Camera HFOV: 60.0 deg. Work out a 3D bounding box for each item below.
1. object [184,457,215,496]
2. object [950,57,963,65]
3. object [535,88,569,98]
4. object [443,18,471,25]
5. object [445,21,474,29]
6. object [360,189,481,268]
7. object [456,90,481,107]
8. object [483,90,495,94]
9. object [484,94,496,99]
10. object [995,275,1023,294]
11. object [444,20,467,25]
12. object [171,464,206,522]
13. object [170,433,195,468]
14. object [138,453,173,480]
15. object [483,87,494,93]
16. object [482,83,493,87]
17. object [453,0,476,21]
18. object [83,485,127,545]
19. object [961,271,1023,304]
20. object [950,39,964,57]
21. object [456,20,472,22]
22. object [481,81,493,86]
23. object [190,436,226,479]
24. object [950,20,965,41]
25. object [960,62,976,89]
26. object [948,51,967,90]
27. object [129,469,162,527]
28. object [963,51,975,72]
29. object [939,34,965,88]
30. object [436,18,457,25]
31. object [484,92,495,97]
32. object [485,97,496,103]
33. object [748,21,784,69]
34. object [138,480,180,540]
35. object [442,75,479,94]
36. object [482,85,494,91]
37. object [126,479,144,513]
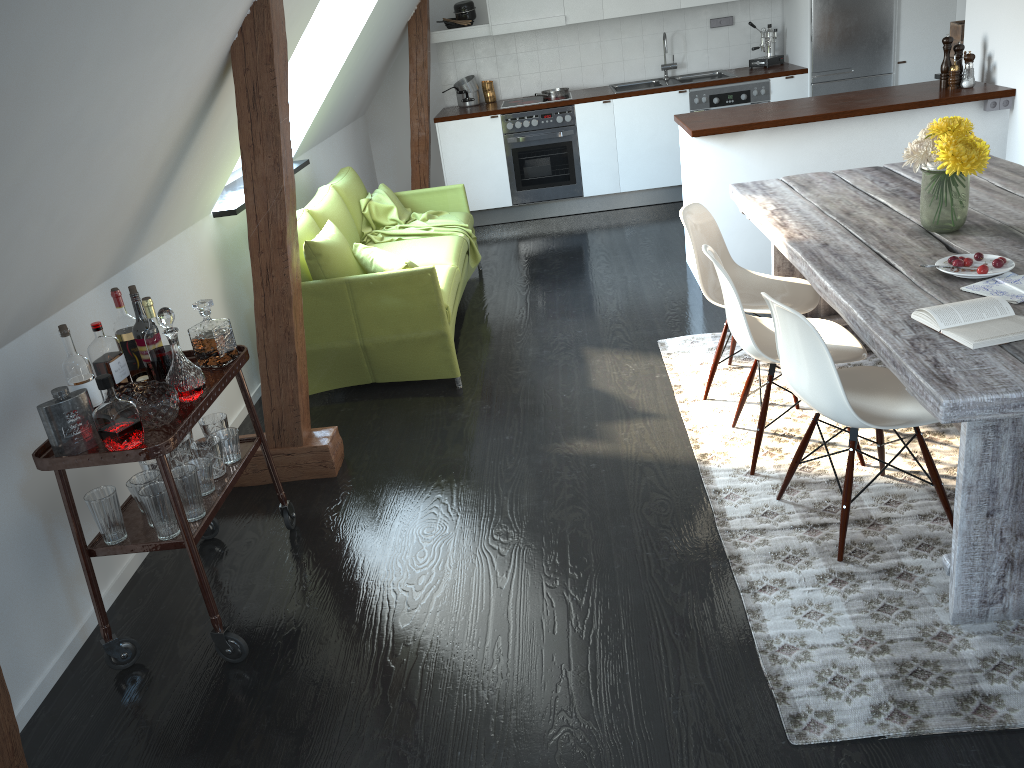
[{"bbox_3d":[-0.966,0.291,2.754,0.092,0.099,0.092,-15,24,-16],"label":"object"},{"bbox_3d":[2.868,-1.957,5.402,0.329,0.101,0.287,-2,24,14],"label":"object"},{"bbox_3d":[0.304,-2.398,7.315,0.351,0.061,0.232,-17,25,-20],"label":"object"},{"bbox_3d":[-0.452,-2.937,7.180,0.061,0.077,0.331,-24,28,-33],"label":"object"},{"bbox_3d":[-0.420,-2.935,7.227,0.243,0.056,0.350,-11,23,-5],"label":"object"},{"bbox_3d":[-0.586,-1.009,5.700,0.722,0.493,0.711,-8,23,0],"label":"object"},{"bbox_3d":[-0.349,-2.424,7.482,0.200,0.154,0.348,-14,24,-14],"label":"object"},{"bbox_3d":[-0.197,-2.483,7.565,0.099,0.043,0.100,-11,23,-7],"label":"object"},{"bbox_3d":[-0.188,-2.448,7.577,0.100,0.048,0.099,1,25,22],"label":"object"},{"bbox_3d":[1.430,-0.266,2.373,0.182,0.016,0.179,-8,23,0],"label":"object"},{"bbox_3d":[-0.464,-2.925,7.175,0.065,0.065,0.332,-20,26,-25],"label":"object"},{"bbox_3d":[-0.951,0.323,2.604,0.087,0.155,0.087,-17,25,-20],"label":"object"},{"bbox_3d":[-1.086,0.232,2.904,0.095,0.119,0.095,-22,27,-30],"label":"object"},{"bbox_3d":[-1.112,0.282,2.796,0.095,0.119,0.095,-22,27,-30],"label":"object"},{"bbox_3d":[-0.201,-2.502,7.556,0.099,0.057,0.101,-1,24,15],"label":"object"},{"bbox_3d":[-0.207,-2.532,7.538,0.100,0.036,0.100,6,27,31],"label":"object"},{"bbox_3d":[-0.385,-3.043,7.248,0.190,0.166,0.200,-22,27,-29],"label":"object"},{"bbox_3d":[-1.157,0.379,2.541,0.087,0.155,0.087,-17,25,-20],"label":"object"},{"bbox_3d":[1.348,-0.262,2.395,0.182,0.014,0.185,-17,24,-19],"label":"object"},{"bbox_3d":[2.855,-2.047,5.363,0.287,0.101,0.329,-8,23,0],"label":"object"},{"bbox_3d":[-0.423,-2.955,7.220,0.065,0.031,0.335,-25,28,-34],"label":"object"},{"bbox_3d":[-0.209,-2.551,7.529,0.100,0.047,0.099,-8,23,1],"label":"object"},{"bbox_3d":[-0.970,0.239,2.849,0.095,0.119,0.095,-22,27,-30],"label":"object"},{"bbox_3d":[2.845,-2.144,5.332,0.329,0.101,0.287,-2,24,14],"label":"object"},{"bbox_3d":[2.490,-1.685,4.836,0.069,0.135,0.069,-16,24,-18],"label":"object"},{"bbox_3d":[2.438,-1.722,4.868,0.080,0.192,0.058,-13,23,-10],"label":"object"},{"bbox_3d":[-1.054,0.339,2.601,0.087,0.155,0.087,-17,25,-20],"label":"object"},{"bbox_3d":[2.517,-1.738,4.888,0.058,0.184,0.058,-8,23,2],"label":"object"},{"bbox_3d":[2.446,-1.798,4.926,0.123,0.283,0.061,-6,23,5],"label":"object"},{"bbox_3d":[-0.492,-2.956,7.262,0.357,0.075,0.244,-18,25,-22],"label":"object"},{"bbox_3d":[-0.192,-2.463,7.571,0.099,0.051,0.099,-12,23,-8],"label":"object"},{"bbox_3d":[-0.183,-2.428,7.586,0.100,0.036,0.100,-8,23,2],"label":"object"},{"bbox_3d":[2.044,-2.777,7.229,0.353,0.370,0.206,-25,28,-35],"label":"object"},{"bbox_3d":[-0.997,0.363,2.525,0.087,0.155,0.087,-17,25,-20],"label":"object"},{"bbox_3d":[-0.453,-2.497,7.487,0.371,0.169,0.203,-17,25,-21],"label":"object"},{"bbox_3d":[-0.205,-2.517,7.545,0.100,0.036,0.100,-20,26,-26],"label":"object"},{"bbox_3d":[-1.114,0.335,2.702,0.092,0.099,0.092,-15,24,-16],"label":"object"}]
